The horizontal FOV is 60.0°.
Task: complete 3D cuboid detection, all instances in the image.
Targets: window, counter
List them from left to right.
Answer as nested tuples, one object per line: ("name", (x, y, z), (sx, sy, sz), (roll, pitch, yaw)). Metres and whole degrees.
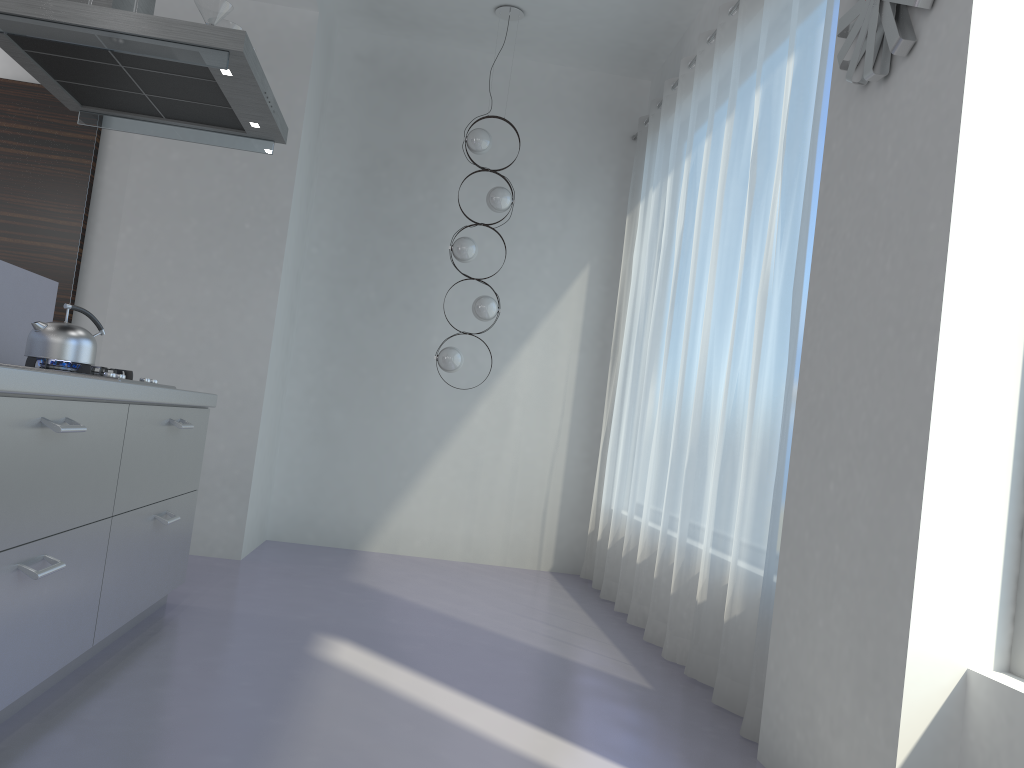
("counter", (-1.777, 0.149, 2.151), (1.302, 1.300, 3.291), (8, -3, -6))
("window", (1.519, -0.626, 0.639), (0.100, 2.500, 3.000), (8, -3, -6))

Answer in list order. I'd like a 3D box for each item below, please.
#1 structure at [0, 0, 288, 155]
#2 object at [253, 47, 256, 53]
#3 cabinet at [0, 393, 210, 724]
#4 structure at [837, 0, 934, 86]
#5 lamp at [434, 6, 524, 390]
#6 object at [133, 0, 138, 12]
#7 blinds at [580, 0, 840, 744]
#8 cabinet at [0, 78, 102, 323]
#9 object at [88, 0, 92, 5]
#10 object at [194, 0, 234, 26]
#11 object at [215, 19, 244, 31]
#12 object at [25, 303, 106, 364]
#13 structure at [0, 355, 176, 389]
("structure", (-1.311, -1.677, 3.375), (0.915, 1.231, 0.981), (8, -3, -6))
("object", (-1.090, -1.240, 3.491), (0.137, 0.174, 0.137), (10, -4, -41))
("cabinet", (-1.816, 0.370, 2.140), (1.377, 0.852, 3.285), (8, -3, -6))
("structure", (1.048, -1.109, 2.502), (0.076, 0.505, 0.505), (8, -3, -6))
("lamp", (-0.163, -1.142, 5.456), (0.367, 2.370, 0.180), (8, -3, -12))
("object", (-1.270, -1.314, 3.006), (0.125, 0.221, 0.125), (6, -3, 19))
("blinds", (0.851, -0.307, 4.492), (0.120, 3.112, 3.245), (8, -3, -6))
("cabinet", (-4.258, -0.614, 5.004), (3.600, 2.500, 0.669), (8, -3, -6))
("object", (-1.415, -1.333, 2.991), (0.125, 0.221, 0.125), (6, -3, 19))
("object", (-1.065, -1.257, 3.126), (0.137, 0.174, 0.137), (10, -4, -41))
("object", (-1.086, -1.250, 3.314), (0.137, 0.174, 0.137), (10, -4, -41))
("object", (-1.558, -0.182, 3.090), (0.220, 0.196, 0.229), (8, -3, -14))
("structure", (-1.594, -0.055, 3.276), (0.519, 0.055, 0.709), (8, -3, -6))
